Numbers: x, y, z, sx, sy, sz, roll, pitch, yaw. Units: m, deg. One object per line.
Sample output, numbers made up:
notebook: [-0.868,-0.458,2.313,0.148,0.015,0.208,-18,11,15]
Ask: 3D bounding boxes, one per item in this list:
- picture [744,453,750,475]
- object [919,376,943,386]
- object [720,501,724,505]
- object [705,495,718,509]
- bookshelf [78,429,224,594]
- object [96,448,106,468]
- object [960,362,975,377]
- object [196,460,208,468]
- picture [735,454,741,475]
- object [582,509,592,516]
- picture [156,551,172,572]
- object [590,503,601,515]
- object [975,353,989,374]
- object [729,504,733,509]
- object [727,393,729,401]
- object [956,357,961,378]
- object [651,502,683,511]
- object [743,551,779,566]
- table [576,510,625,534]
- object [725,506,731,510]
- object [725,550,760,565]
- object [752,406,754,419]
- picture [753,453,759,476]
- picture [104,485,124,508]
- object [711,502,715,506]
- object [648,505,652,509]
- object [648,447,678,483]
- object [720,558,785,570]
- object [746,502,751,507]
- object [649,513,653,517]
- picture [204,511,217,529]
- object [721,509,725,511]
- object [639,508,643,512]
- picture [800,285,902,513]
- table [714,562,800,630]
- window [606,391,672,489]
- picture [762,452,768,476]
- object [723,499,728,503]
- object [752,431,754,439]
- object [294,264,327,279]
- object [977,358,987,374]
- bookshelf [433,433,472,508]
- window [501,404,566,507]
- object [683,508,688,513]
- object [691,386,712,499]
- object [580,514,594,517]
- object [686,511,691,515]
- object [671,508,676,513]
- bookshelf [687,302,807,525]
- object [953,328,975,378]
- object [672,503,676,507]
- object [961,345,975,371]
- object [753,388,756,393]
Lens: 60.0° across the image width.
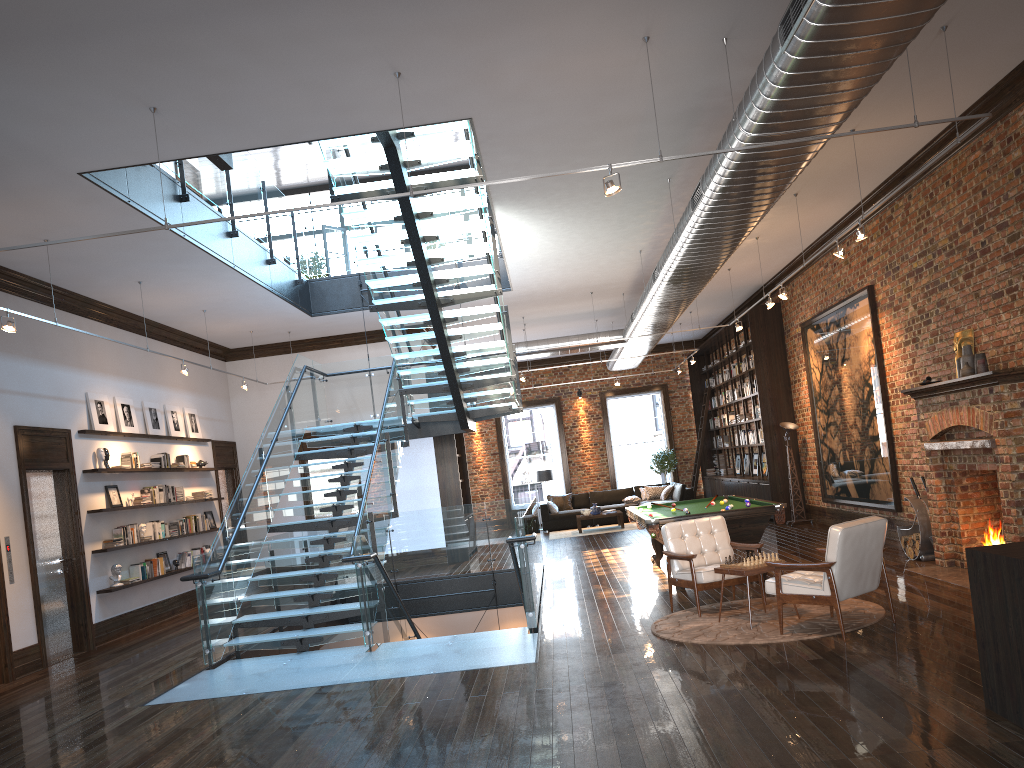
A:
picture: [5.382,1.835,20.274,0.112,0.497,0.509,-7,-3,2]
object: [4.376,-0.032,9.271,0.238,0.105,0.237,-8,-5,13]
object: [2.658,1.508,11.228,0.057,0.057,0.057,-7,-3,3]
object: [2.644,1.551,11.739,0.028,0.072,1.607,-7,-5,18]
bookshelf: [-5.099,1.773,13.081,0.200,2.048,4.090,-7,-5,2]
object: [-5.290,0.963,11.416,0.099,0.287,0.097,-8,-2,45]
object: [4.469,-0.131,8.709,0.137,0.169,0.135,-10,-4,44]
object: [-5.084,1.304,14.422,0.280,0.135,0.125,-4,-4,-30]
picture: [5.428,1.925,21.254,0.112,0.497,0.509,-7,-3,2]
object: [1.670,2.851,19.691,0.220,0.159,0.217,-11,-5,44]
picture: [-5.066,2.598,12.927,0.077,0.299,0.301,-7,-3,2]
object: [1.867,2.797,19.848,0.217,0.250,0.214,-9,-3,35]
object: [4.616,-0.184,8.723,0.121,0.242,0.120,-8,-2,22]
object: [2.568,1.437,10.397,0.057,0.057,0.057,-10,-4,41]
object: [5.022,0.323,20.633,0.075,0.254,0.088,-7,-1,-8]
object: [4.608,-0.154,9.051,0.117,0.249,0.119,-6,-2,-40]
object: [2.054,1.625,11.767,0.028,0.072,1.614,-7,-6,-6]
object: [2.107,1.468,7.513,0.333,0.100,0.076,-5,-3,-22]
table: [1.970,3.090,19.911,1.000,0.344,1.004,-7,-5,2]
object: [2.470,1.424,10.140,0.057,0.057,0.057,-7,-3,7]
object: [2.009,1.504,7.752,0.333,0.100,0.076,-5,-3,-22]
object: [4.947,0.580,18.147,0.069,0.288,0.118,-7,-1,-5]
picture: [5.342,1.757,19.431,0.112,0.497,0.509,-7,-3,2]
picture: [-5.247,1.483,11.695,0.077,0.299,0.301,-7,-3,2]
object: [2.560,1.526,11.291,0.057,0.057,0.057,-5,-4,-33]
object: [1.901,1.700,12.259,0.057,0.057,0.057,-7,-3,3]
object: [4.015,2.584,23.256,0.814,1.860,0.800,-7,-1,11]
object: [2.066,1.548,7.632,0.387,0.028,0.391,-5,-6,-23]
object: [2.761,1.411,10.371,0.057,0.057,0.057,-8,-3,24]
object: [1.641,1.558,10.482,0.057,0.057,0.057,-4,-4,-41]
picture: [-5.037,2.272,14.813,0.077,0.299,0.301,-7,-3,2]
object: [2.321,1.404,9.751,0.057,0.057,0.057,-8,-3,20]
object: [1.704,1.669,11.699,0.057,0.057,0.057,-7,-3,1]
picture: [4.958,0.336,13.208,0.080,2.994,3.211,-7,-3,2]
table: [2.092,1.802,7.622,0.515,0.493,0.466,-6,-3,-23]
window: [3.428,1.637,23.950,1.521,2.747,0.155,-7,-1,3]
picture: [5.300,1.677,18.560,0.112,0.497,0.509,-7,-3,2]
object: [2.777,1.524,11.546,0.057,0.057,0.057,-4,-4,-42]
object: [5.197,1.130,18.866,0.166,0.282,0.015,-7,-1,3]
object: [-4.308,-1.996,19.370,0.808,1.860,0.805,-6,-2,-39]
object: [4.558,-0.156,8.607,0.082,0.178,0.081,-8,-2,45]
bookshelf: [-1.148,1.613,17.214,0.401,3.509,1.786,-7,-2,2]
window: [0.590,1.994,24.083,1.521,2.747,0.155,-7,-1,3]
object: [2.091,1.523,10.680,0.057,0.057,0.057,-5,-4,-27]
object: [4.744,1.642,22.431,0.897,3.070,0.496,-7,-1,3]
object: [1.668,2.921,19.680,0.268,0.018,0.201,-10,-6,26]
object: [1.999,1.474,10.069,0.057,0.057,0.057,-7,-3,7]
object: [1.997,1.564,10.981,0.057,0.057,0.057,-10,-4,39]
bookshelf: [5.003,0.877,19.813,0.600,3.987,7.434,-7,-4,2]
object: [4.717,-0.286,9.300,0.125,0.535,0.410,-7,-3,2]
object: [2.185,1.638,11.974,0.057,0.057,0.057,-4,-4,-39]
object: [4.588,-0.216,8.906,0.146,0.349,0.145,-8,-2,39]
object: [5.014,0.140,18.165,0.096,0.136,0.237,-6,-4,-14]
